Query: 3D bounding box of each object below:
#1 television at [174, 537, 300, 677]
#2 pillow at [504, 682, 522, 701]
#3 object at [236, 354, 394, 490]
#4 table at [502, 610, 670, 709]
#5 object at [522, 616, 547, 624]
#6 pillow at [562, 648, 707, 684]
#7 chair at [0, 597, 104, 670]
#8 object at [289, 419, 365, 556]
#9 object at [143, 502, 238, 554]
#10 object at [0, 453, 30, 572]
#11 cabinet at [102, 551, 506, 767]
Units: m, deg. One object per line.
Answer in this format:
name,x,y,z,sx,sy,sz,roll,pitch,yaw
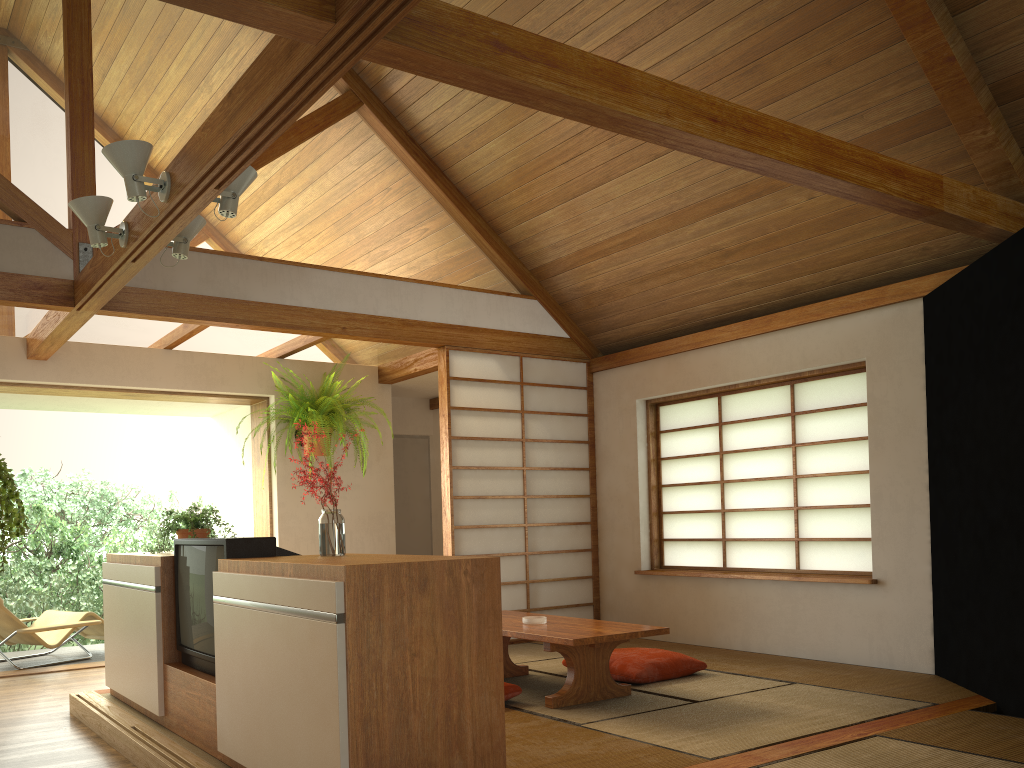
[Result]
television,-1.066,0.902,3.624,0.459,0.536,0.688,1,-6,-36
pillow,-0.333,1.436,4.132,0.520,0.147,0.606,6,-11,-41
object,-1.441,0.307,6.753,1.191,1.122,1.136,3,-6,-42
table,0.117,1.369,4.404,0.563,0.334,1.294,3,-10,-36
object,0.113,1.181,4.379,0.127,0.030,0.113,-6,-10,28
pillow,0.653,1.518,4.770,0.522,0.131,0.604,5,-11,-36
chair,-3.552,1.769,6.570,0.854,0.623,1.171,-5,-8,29
object,-0.675,0.370,3.138,0.223,0.497,0.240,-1,-2,-29
object,-1.686,0.798,4.542,0.515,0.374,0.558,-3,-7,15
object,-1.164,0.200,1.674,0.441,0.349,0.513,-1,-6,-11
cabinet,-1.085,1.074,3.607,0.521,0.733,2.851,1,-8,-37
